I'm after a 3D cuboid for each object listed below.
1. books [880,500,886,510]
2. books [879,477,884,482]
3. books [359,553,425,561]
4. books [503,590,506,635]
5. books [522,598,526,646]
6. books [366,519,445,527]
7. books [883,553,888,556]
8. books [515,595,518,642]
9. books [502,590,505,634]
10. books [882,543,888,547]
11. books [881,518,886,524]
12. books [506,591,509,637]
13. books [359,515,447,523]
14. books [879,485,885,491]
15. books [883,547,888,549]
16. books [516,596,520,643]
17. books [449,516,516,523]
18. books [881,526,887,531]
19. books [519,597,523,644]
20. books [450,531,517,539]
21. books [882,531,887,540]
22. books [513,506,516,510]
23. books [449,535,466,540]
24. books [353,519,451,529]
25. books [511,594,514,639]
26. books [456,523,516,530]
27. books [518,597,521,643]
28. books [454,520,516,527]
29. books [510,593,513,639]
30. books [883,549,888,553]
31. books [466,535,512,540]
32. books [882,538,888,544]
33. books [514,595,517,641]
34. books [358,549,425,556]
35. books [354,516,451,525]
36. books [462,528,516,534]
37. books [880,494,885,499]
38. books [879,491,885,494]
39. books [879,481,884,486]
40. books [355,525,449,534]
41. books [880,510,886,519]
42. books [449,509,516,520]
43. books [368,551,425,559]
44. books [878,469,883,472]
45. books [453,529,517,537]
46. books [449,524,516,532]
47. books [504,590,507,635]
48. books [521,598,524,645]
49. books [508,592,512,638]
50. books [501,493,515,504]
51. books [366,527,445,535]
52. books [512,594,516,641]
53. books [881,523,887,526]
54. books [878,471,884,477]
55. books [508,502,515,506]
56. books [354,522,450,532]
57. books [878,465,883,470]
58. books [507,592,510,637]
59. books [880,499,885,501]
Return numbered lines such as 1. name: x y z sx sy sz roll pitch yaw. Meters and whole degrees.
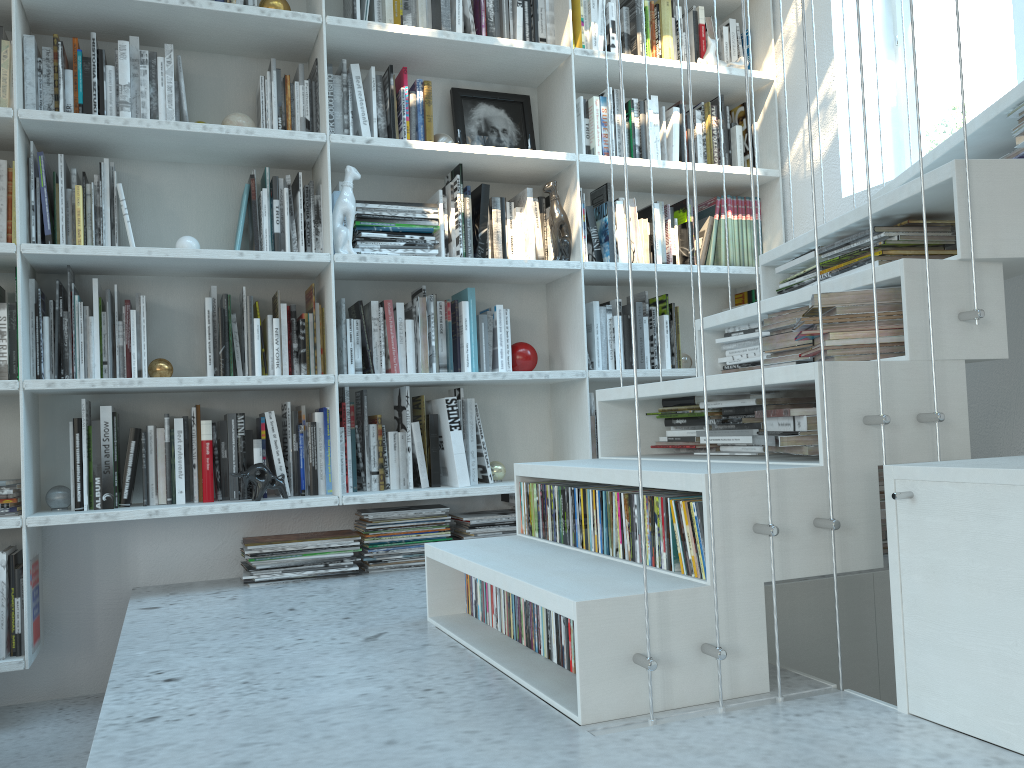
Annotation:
1. books: 1.041 0.383 2.799 0.254 0.027 0.188 -1 -3 -21
2. books: 1.045 0.303 2.809 0.290 0.014 0.174 -1 -3 -19
3. books: -0.357 0.559 2.930 0.285 0.007 0.159 -2 -3 -16
4. books: 0.042 0.459 1.873 0.125 0.125 0.008 -1 -2 -21
5. books: 0.081 0.453 1.773 0.125 0.125 0.010 -1 -2 -21
6. books: -0.363 0.453 2.936 0.254 0.006 0.161 -2 -3 -17
7. books: 1.056 0.538 2.772 0.230 0.020 0.142 -1 -3 -21
8. books: 0.067 0.455 1.808 0.125 0.125 0.007 -1 -2 -21
9. books: 0.039 0.460 1.881 0.125 0.125 0.007 -1 -2 -21
10. books: 1.049 0.505 2.789 0.224 0.012 0.160 -2 -3 -17
11. books: 1.043 0.431 2.798 0.233 0.015 0.169 -2 -3 -16
12. books: 0.047 0.458 1.859 0.125 0.125 0.008 -1 -2 -21
13. books: -0.362 0.442 2.935 0.254 0.006 0.161 -1 -3 -26
14. books: 1.048 0.331 2.804 0.286 0.017 0.171 -1 -3 -22
15. books: 1.052 0.514 2.781 0.243 0.008 0.147 -1 -3 -24
16. books: 0.069 0.454 1.802 0.125 0.125 0.008 -1 -2 -21
17. books: -0.016 0.454 3.065 0.367 0.007 0.206 -1 -3 -26
18. books: 1.049 0.453 2.785 0.232 0.017 0.163 -1 -3 -21
19. books: 0.075 0.454 1.787 0.125 0.125 0.007 -1 -2 -21
20. books: -0.015 0.509 3.069 0.367 0.007 0.206 -1 -3 -18
21. books: 1.050 0.475 2.785 0.179 0.029 0.152 -1 -3 -25
22. books: 0.119 0.437 3.086 0.165 0.015 0.243 -1 -3 -18
23. books: -0.017 0.524 3.074 0.367 0.007 0.206 -1 -3 -20
24. books: -0.365 0.458 2.935 0.285 0.005 0.159 -1 -3 -25
25. books: 0.059 0.456 1.829 0.125 0.125 0.007 -1 -2 -21
26. books: -0.015 0.478 3.065 0.327 0.008 0.207 -2 -3 -16
27. books: 0.072 0.454 1.795 0.125 0.125 0.007 -1 -2 -21
28. books: -0.018 0.470 3.073 0.327 0.008 0.207 -1 -3 -19
29. books: 0.056 0.457 1.836 0.125 0.125 0.008 -1 -2 -21
30. books: 1.064 0.522 2.751 0.190 0.011 0.091 -1 -3 -23
31. books: -0.017 0.517 3.074 0.327 0.008 0.207 -1 -3 -20
32. books: 1.052 0.494 2.780 0.259 0.009 0.152 -1 -3 -20
33. books: 0.064 0.455 1.816 0.125 0.125 0.009 -1 -2 -21
34. books: -0.360 0.545 2.937 0.285 0.007 0.159 -1 -3 -19
35. books: -0.363 0.448 2.938 0.285 0.005 0.159 -1 -3 -24
36. books: -0.017 0.494 3.072 0.327 0.008 0.207 -1 -3 -19
37. books: 1.050 0.356 2.802 0.212 0.014 0.169 -1 -3 -20
38. books: 1.051 0.343 2.798 0.210 0.009 0.160 -1 -3 -20
39. books: 1.044 0.317 2.815 0.215 0.013 0.189 -1 -3 -23
40. books: -0.367 0.475 2.941 0.285 0.005 0.159 -1 -3 -20
41. books: 1.046 0.409 2.789 0.204 0.028 0.163 -1 -3 -19
42. books: -0.019 0.447 3.074 0.367 0.007 0.206 -1 -3 -19
43. books: -0.358 0.552 2.932 0.254 0.007 0.161 -1 -3 -25
44. books: 1.043 0.276 2.813 0.251 0.006 0.173 -1 -3 -25
45. books: -0.016 0.501 3.069 0.327 0.008 0.207 -1 -3 -24
46. books: -0.019 0.486 3.075 0.367 0.007 0.206 -1 -3 -22
47. books: 0.045 0.459 1.865 0.125 0.125 0.008 -1 -2 -21
48. books: 0.078 0.453 1.780 0.125 0.125 0.007 -1 -2 -21
49. books: 0.053 0.457 1.844 0.125 0.125 0.009 -1 -2 -21
50. books: 0.102 0.391 3.082 0.204 0.035 0.267 -1 -3 -20
51. books: -0.367 0.480 2.940 0.254 0.006 0.161 -1 -3 -22
52. books: 0.061 0.456 1.823 0.125 0.125 0.008 -1 -2 -21
53. books: 1.044 0.442 2.797 0.262 0.006 0.184 -1 -3 -20
54. books: 1.051 0.287 2.794 0.239 0.017 0.149 -1 -3 -21
55. books: 0.117 0.419 3.087 0.159 0.012 0.285 -1 -3 -25
56. books: -0.367 0.470 2.941 0.285 0.005 0.159 -1 -3 -22
57. books: 1.041 0.268 2.817 0.206 0.012 0.183 -1 -3 -25
58. books: 0.050 0.458 1.851 0.125 0.125 0.008 -1 -2 -21
59. books: 1.045 0.367 2.813 0.249 0.006 0.189 -1 -3 -23
